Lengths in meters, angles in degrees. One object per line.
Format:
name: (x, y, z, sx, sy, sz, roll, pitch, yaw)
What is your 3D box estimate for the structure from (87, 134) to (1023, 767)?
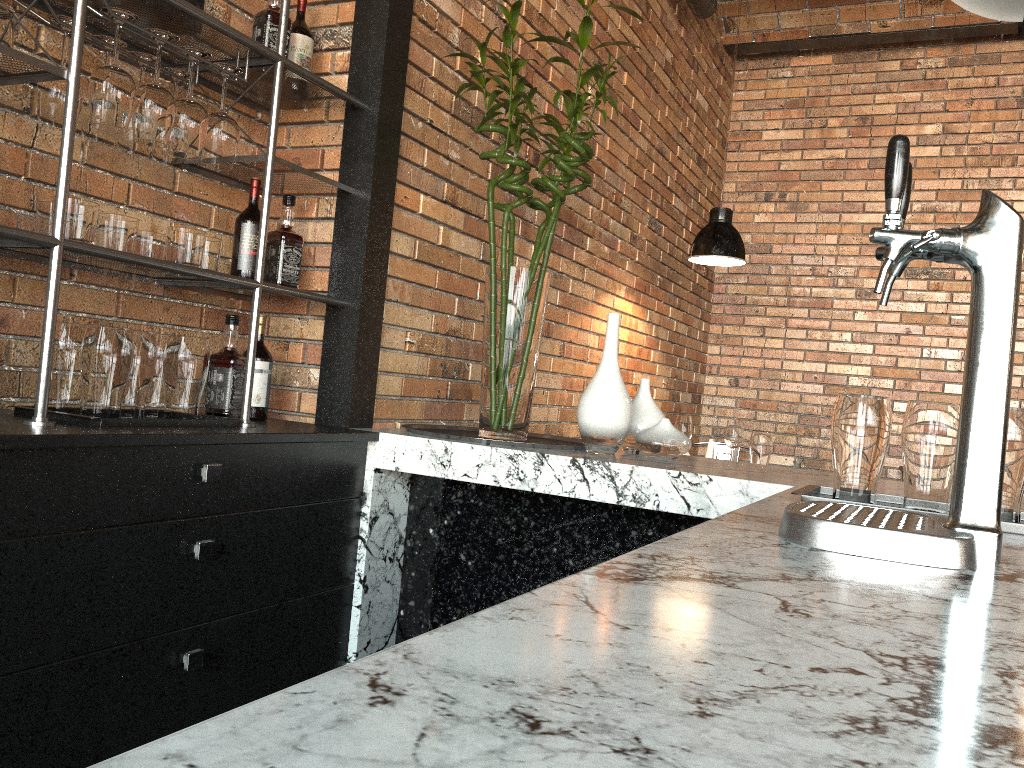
structure: (-0.476, 0.302, 0.331, 1.930, 1.430, 5.346, 5, 0, 26)

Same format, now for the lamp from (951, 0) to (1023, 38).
lamp: (0.838, -1.391, 1.294, 0.340, 1.754, 0.340, 6, 0, -18)

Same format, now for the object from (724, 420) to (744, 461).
object: (1.077, 0.302, 4.321, 0.092, 0.244, 0.092, 5, 0, 32)

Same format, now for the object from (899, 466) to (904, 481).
object: (2.134, 0.856, 4.287, 0.558, 0.857, 0.504, 5, 0, 26)

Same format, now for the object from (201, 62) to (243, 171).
object: (-0.708, -0.649, 2.163, 0.092, 0.244, 0.092, 6, 0, -25)

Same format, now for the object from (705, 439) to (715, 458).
object: (1.027, 0.357, 4.597, 0.232, 0.139, 0.232, 6, 0, -32)

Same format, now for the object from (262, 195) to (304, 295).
object: (-0.651, -0.398, 2.539, 0.083, 0.282, 0.083, 5, 0, 36)

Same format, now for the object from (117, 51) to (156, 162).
object: (-0.901, -0.668, 2.142, 0.092, 0.244, 0.092, 6, 0, -25)

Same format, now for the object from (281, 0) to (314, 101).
object: (-0.617, -0.977, 2.558, 0.086, 0.298, 0.086, 6, 0, -10)

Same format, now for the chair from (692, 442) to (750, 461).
chair: (1.117, 0.761, 4.963, 0.504, 0.857, 0.558, 5, 0, 21)

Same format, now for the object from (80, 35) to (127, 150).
object: (-0.944, -0.672, 2.053, 0.092, 0.244, 0.092, 6, 0, -25)

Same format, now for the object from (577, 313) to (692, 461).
object: (0.339, 0.007, 2.545, 0.316, 0.397, 0.319, 6, 0, -15)

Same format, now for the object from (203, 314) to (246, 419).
object: (-0.762, -0.045, 2.378, 0.083, 0.282, 0.083, 5, 0, 11)

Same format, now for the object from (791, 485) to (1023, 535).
object: (0.757, 0.231, 1.636, 0.437, 0.019, 0.273, 5, 0, 26)

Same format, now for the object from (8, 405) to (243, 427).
object: (-0.874, 0.076, 2.046, 0.273, 0.019, 0.437, 5, 0, 26)

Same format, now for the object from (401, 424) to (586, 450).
object: (-0.028, 0.162, 2.721, 0.622, 0.014, 0.622, 5, 0, -2)

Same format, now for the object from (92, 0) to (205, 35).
object: (-0.774, -1.123, 2.066, 0.398, 0.560, 0.374, 5, 0, -2)

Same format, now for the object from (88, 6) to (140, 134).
object: (-0.844, -0.663, 1.882, 0.092, 0.244, 0.092, 6, 0, -25)

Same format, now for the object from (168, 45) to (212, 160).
object: (-0.753, -0.654, 2.070, 0.092, 0.244, 0.092, 6, 0, -25)

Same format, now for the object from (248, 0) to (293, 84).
object: (-0.654, -0.973, 2.420, 0.083, 0.282, 0.083, 5, 0, 41)

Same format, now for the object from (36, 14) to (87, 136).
object: (-0.991, -0.677, 1.954, 0.092, 0.244, 0.092, 6, 0, -25)

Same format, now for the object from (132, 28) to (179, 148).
object: (-0.796, -0.658, 1.981, 0.092, 0.244, 0.092, 6, 0, -25)

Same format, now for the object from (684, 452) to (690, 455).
object: (0.829, 0.336, 4.199, 0.232, 0.139, 0.232, 5, 0, 20)

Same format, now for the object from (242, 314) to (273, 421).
object: (-0.719, -0.047, 2.497, 0.086, 0.298, 0.086, 6, 0, -15)

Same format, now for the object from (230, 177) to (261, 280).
object: (-0.712, -0.413, 2.418, 0.086, 0.299, 0.086, 6, 0, -15)

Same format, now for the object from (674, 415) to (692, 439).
object: (0.857, 0.281, 4.465, 0.092, 0.244, 0.092, 5, 0, 32)

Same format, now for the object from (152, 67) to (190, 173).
object: (-0.856, -0.663, 2.235, 0.092, 0.244, 0.092, 6, 0, -25)

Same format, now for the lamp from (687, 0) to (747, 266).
lamp: (1.096, -1.430, 4.409, 0.291, 1.653, 0.291, 5, 0, 1)

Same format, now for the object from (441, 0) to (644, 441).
object: (0.076, -0.599, 2.724, 0.584, 1.546, 0.673, 6, 0, -25)
